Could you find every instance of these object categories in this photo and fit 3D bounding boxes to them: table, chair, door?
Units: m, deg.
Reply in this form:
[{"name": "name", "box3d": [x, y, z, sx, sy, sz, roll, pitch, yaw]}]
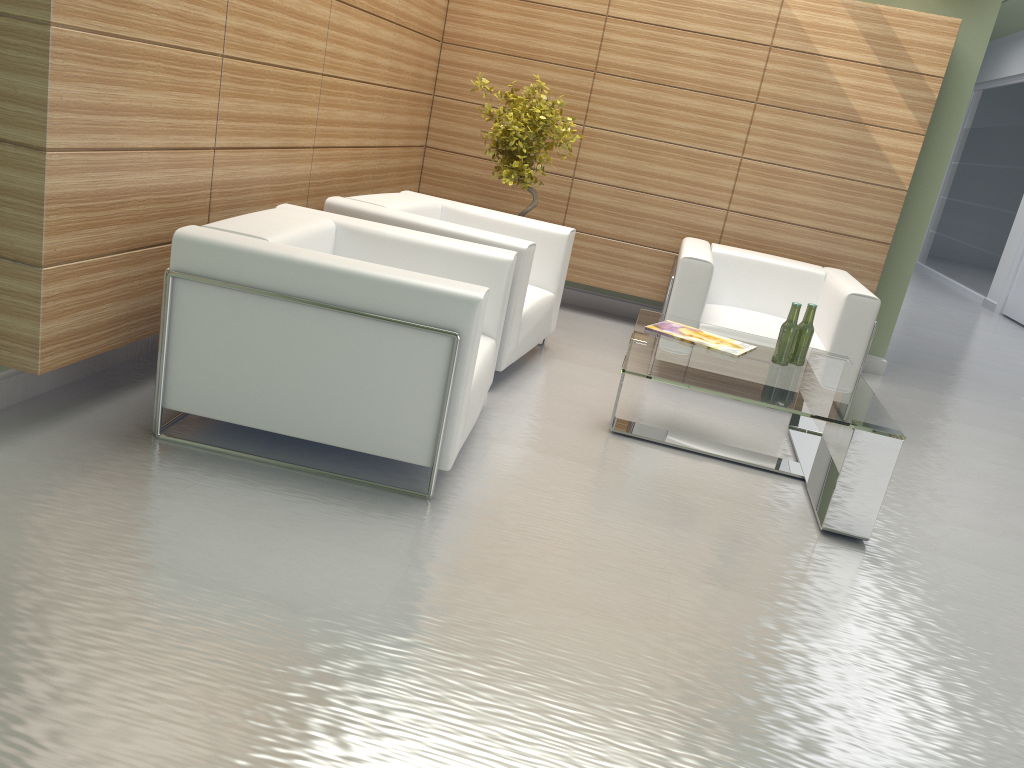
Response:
[{"name": "table", "box3d": [1.691, 0.179, 6.675, 1.783, 0.742, 2.197, 14, 17, 8]}, {"name": "chair", "box3d": [-1.016, -0.336, 5.827, 1.802, 1.234, 1.894, 12, 17, 3]}, {"name": "chair", "box3d": [2.482, -0.624, 9.006, 1.894, 1.234, 1.802, 14, 17, 8]}, {"name": "chair", "box3d": [-0.547, -0.928, 8.025, 1.769, 1.234, 1.894, 15, 17, 12]}, {"name": "door", "box3d": [10.684, -3.628, 17.146, 0.250, 5.083, 2.089, 14, 17, 8]}]

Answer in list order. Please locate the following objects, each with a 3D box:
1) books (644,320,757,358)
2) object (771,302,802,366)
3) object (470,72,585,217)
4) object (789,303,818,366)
[{"name": "books", "box3d": [1.478, -0.359, 6.944, 0.762, 0.025, 0.508, 20, 19, 27]}, {"name": "object", "box3d": [2.052, -0.372, 6.589, 0.131, 0.475, 0.131, 3, 19, -26]}, {"name": "object", "box3d": [-0.060, -1.969, 9.369, 1.201, 2.565, 1.116, 4, 18, -23]}, {"name": "object", "box3d": [2.200, -0.373, 6.686, 0.131, 0.475, 0.131, 3, 19, -26]}]
